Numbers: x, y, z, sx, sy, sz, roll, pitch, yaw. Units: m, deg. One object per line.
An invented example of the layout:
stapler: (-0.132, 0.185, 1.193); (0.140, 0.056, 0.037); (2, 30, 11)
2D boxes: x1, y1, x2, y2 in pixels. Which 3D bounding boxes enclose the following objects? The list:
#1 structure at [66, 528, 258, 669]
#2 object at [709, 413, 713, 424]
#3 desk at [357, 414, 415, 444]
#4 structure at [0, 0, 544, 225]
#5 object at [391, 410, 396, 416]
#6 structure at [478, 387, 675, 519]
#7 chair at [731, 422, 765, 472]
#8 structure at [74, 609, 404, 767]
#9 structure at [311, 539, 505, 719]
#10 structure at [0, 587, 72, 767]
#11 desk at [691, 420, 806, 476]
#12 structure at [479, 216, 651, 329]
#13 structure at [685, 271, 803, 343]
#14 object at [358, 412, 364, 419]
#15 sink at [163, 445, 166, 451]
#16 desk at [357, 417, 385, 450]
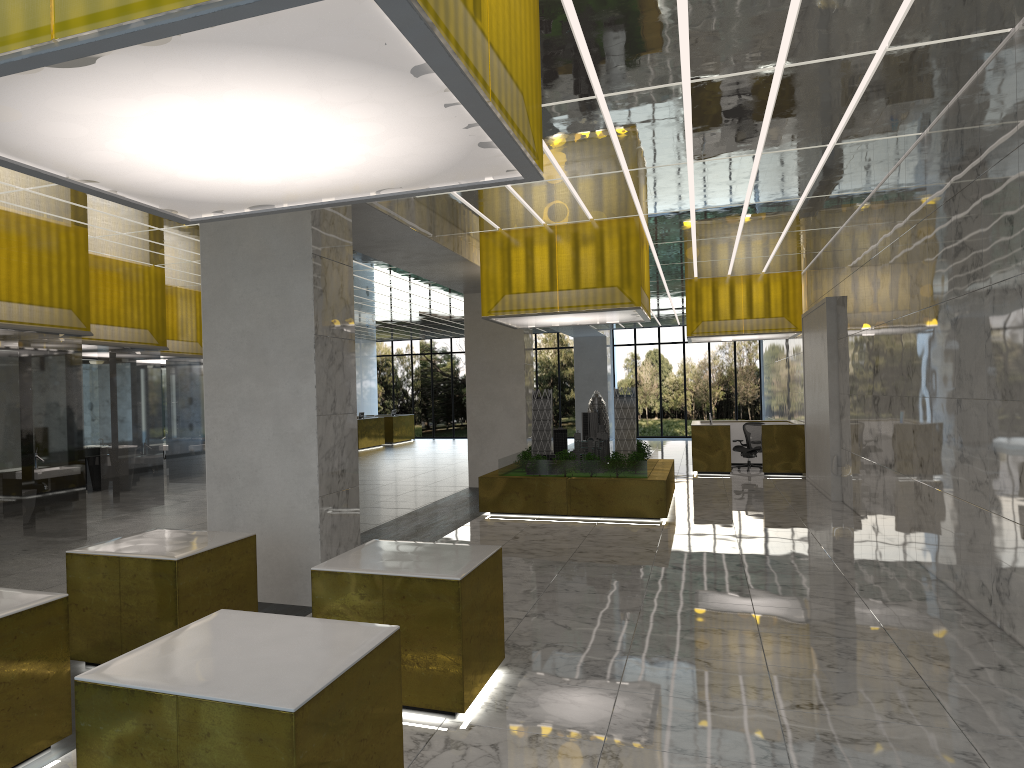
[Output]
structure: (-3.522, 2.195, 8.711); (1.400, 1.173, 1.414); (-1, 0, 18)
object: (6.434, 1.253, 27.042); (0.564, 0.667, 0.735); (-1, 0, 16)
desk: (-7.459, 2.514, 47.581); (3.299, 1.508, 3.413); (-2, -1, 17)
structure: (-1.691, -2.579, 5.289); (3.338, 2.269, 3.177); (-1, 0, 18)
object: (-6.624, 1.772, 47.246); (0.563, 0.667, 0.736); (-1, 0, 16)
structure: (1.662, 1.378, 19.670); (3.964, 2.571, 5.050); (-1, -1, 16)
chair: (7.392, 1.938, 26.475); (1.196, 1.493, 0.965); (-2, 0, 42)
structure: (-1.480, 2.107, 4.894); (1.400, 1.173, 1.414); (-1, 0, 18)
structure: (-0.879, 2.121, 7.606); (1.400, 1.173, 1.414); (-1, 0, 18)
structure: (-4.122, 2.180, 6.004); (1.400, 1.173, 1.414); (-1, 0, 18)
desk: (7.300, 1.948, 26.665); (3.299, 1.508, 3.413); (-2, -1, 17)
structure: (1.235, -2.510, 18.473); (3.339, 2.269, 3.178); (-1, 0, 18)
structure: (7.138, -2.563, 26.702); (3.339, 2.269, 3.053); (-2, 0, 18)
object: (-7.649, 1.747, 42.623); (0.564, 0.667, 0.735); (-1, 0, 16)
sink: (-11.777, 2.131, 29.936); (0.894, 1.053, 1.361); (-1, 0, 16)
desk: (-8.476, 2.490, 42.998); (3.299, 1.508, 3.413); (-2, -1, 17)
